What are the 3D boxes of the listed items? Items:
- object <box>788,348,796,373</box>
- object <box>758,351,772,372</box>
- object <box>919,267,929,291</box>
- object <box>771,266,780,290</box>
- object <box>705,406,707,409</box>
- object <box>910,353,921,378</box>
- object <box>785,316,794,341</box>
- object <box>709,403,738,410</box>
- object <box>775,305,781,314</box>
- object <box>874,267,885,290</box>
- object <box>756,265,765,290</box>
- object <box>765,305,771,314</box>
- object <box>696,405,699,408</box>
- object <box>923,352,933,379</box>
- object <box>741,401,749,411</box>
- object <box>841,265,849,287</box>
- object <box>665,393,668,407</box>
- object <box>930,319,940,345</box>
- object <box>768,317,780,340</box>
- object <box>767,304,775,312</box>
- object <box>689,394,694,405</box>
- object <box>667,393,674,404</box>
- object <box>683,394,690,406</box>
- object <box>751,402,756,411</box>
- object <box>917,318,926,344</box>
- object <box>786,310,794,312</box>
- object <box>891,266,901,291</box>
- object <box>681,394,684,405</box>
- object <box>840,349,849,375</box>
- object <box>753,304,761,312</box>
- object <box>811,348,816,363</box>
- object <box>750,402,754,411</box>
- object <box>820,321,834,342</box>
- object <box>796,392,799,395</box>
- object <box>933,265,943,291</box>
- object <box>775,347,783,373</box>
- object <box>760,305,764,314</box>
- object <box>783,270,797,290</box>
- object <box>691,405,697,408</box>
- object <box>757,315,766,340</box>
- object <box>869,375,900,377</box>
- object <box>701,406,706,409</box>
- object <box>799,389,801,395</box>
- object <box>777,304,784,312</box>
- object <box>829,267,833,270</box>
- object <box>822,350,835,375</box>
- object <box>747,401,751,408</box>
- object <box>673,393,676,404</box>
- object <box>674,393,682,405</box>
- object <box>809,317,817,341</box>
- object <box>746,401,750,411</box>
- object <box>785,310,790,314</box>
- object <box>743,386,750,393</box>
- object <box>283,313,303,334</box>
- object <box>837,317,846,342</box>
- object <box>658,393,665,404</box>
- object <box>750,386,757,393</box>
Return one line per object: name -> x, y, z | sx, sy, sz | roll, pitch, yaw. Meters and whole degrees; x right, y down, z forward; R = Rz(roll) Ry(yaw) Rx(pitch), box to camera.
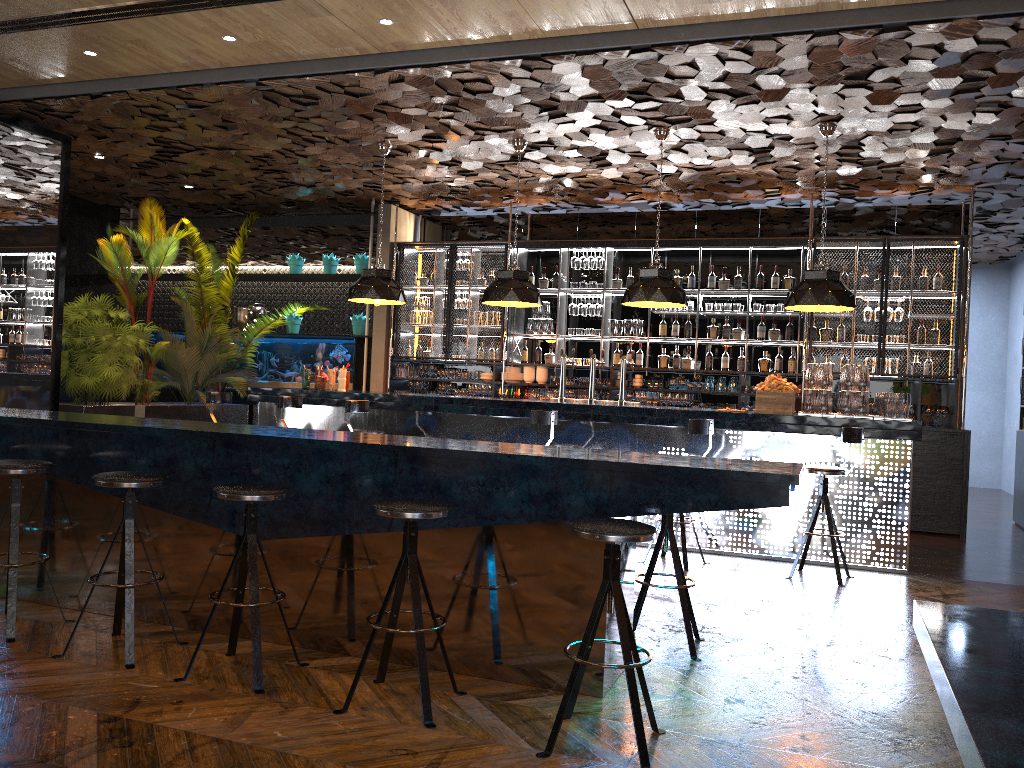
object -> 3.181, -0.261, 10.059 | 0.080, 0.299, 0.080 | 3, 0, 22
object -> 2.898, -0.249, 10.160 | 0.151, 0.248, 0.094 | 3, 0, 29
object -> 4.467, -1.130, 9.615 | 0.083, 0.282, 0.083 | 3, 0, 35
object -> 3.021, -1.205, 10.168 | 0.086, 0.298, 0.086 | 3, 0, -21
object -> 2.237, 0.304, 10.308 | 0.067, 0.099, 0.067 | 3, 0, -8
object -> 4.384, -0.199, 9.627 | 0.083, 0.282, 0.083 | 3, 0, 5
object -> 3.158, -0.628, 10.078 | 0.086, 0.299, 0.086 | 3, 0, -21
object -> 2.429, 0.294, 10.226 | 0.356, 0.134, 0.206 | 3, 0, 27
object -> 3.067, -0.855, 10.205 | 0.089, 0.092, 0.089 | 3, 0, 5
object -> 4.054, -1.148, 9.765 | 0.123, 0.279, 0.123 | 3, 0, 23
object -> 2.857, -1.213, 10.197 | 0.086, 0.299, 0.086 | 3, 0, -21
object -> 2.977, -0.859, 10.264 | 0.089, 0.092, 0.089 | 3, 0, 5
object -> 2.149, 0.299, 10.329 | 0.067, 0.100, 0.067 | 3, 0, 12
object -> 4.507, -0.200, 9.598 | 0.086, 0.298, 0.086 | 3, 0, -21
object -> 2.628, 0.283, 10.022 | 0.089, 0.174, 0.089 | 3, 0, -20
object -> 3.709, -1.173, 9.891 | 0.086, 0.297, 0.086 | 3, 0, -21
object -> 1.827, 0.219, 10.470 | 0.091, 0.229, 0.091 | 3, 0, 41
object -> 4.567, -0.554, 9.568 | 0.083, 0.282, 0.083 | 3, 0, 30
object -> 2.993, -0.624, 10.120 | 0.123, 0.279, 0.123 | 3, 0, 9
object -> 2.949, -0.861, 10.121 | 0.089, 0.092, 0.089 | 3, 0, 19
object -> 2.105, 0.232, 10.493 | 0.091, 0.229, 0.091 | 3, 0, 17
object -> 1.845, 0.220, 10.343 | 0.091, 0.229, 0.091 | 3, 0, -23
object -> 2.021, 0.228, 10.277 | 0.091, 0.229, 0.091 | 3, 0, -8
object -> 2.749, 0.289, 10.041 | 0.089, 0.174, 0.089 | 3, 0, -20
object -> 4.441, -0.569, 9.617 | 0.086, 0.299, 0.086 | 3, 0, -21
object -> 3.141, -0.852, 10.018 | 0.089, 0.092, 0.089 | 3, 0, 5
object -> 4.202, -1.144, 9.710 | 0.083, 0.282, 0.083 | 3, 0, 5
object -> 2.006, 0.227, 10.404 | 0.091, 0.229, 0.091 | 3, 0, 13
object -> 3.704, -0.239, 9.875 | 0.086, 0.299, 0.086 | 3, 0, -21
object -> 2.803, -0.868, 10.142 | 0.089, 0.092, 0.089 | 3, 0, 5
object -> 3.376, -0.253, 9.998 | 0.086, 0.298, 0.086 | 3, 0, -21
object -> 2.762, 0.290, 10.140 | 0.089, 0.174, 0.089 | 3, 0, -20
object -> 3.527, -0.584, 9.941 | 0.151, 0.248, 0.094 | 3, 0, 29
object -> 3.146, 0.088, 9.841 | 0.088, 0.070, 0.098 | 3, 0, 30
object -> 4.608, -1.132, 9.593 | 0.086, 0.298, 0.086 | 3, 0, -16
object -> 3.049, -0.267, 10.122 | 0.086, 0.298, 0.086 | 3, 0, -21
object -> 2.873, -0.864, 10.265 | 0.089, 0.092, 0.089 | 3, 0, -26
object -> 3.160, -1.172, 10.084 | 0.094, 0.248, 0.151 | 3, 0, -42
object -> 2.097, 0.296, 10.228 | 0.067, 0.100, 0.067 | 3, 0, 12
object -> 2.868, -0.641, 10.187 | 0.086, 0.298, 0.086 | 3, 0, -21
object -> 4.038, -0.083, 9.691 | 0.437, 0.019, 0.273 | 3, 0, 20
object -> 2.195, 0.302, 10.190 | 0.067, 0.099, 0.067 | 3, 0, -8
object -> 3.249, 0.094, 10.126 | 0.098, 0.070, 0.088 | 3, 0, 21
object -> 3.045, -0.857, 10.046 | 0.089, 0.092, 0.089 | 3, 0, -31
object -> 3.561, -1.170, 9.926 | 0.123, 0.279, 0.123 | 3, 0, 28
object -> 3.539, -0.235, 9.917 | 0.123, 0.279, 0.123 | 3, 0, 9
object -> 2.729, 0.289, 10.287 | 0.089, 0.174, 0.089 | 3, 0, -20
object -> 1.917, 0.223, 10.437 | 0.091, 0.229, 0.091 | 3, 0, -38
object -> 1.931, 0.224, 10.311 | 0.091, 0.229, 0.091 | 3, 0, -43
object -> 3.385, -0.609, 9.993 | 0.083, 0.282, 0.083 | 3, 0, 5
object -> 2.670, 0.285, 10.107 | 0.089, 0.174, 0.089 | 3, 0, -20
object -> 3.175, -0.850, 10.179 | 0.089, 0.092, 0.089 | 3, 0, -31
object -> 2.652, 0.060, 10.038 | 0.084, 0.082, 0.084 | 3, 0, 12
object -> -3.018, -0.838, 12.206 | 0.265, 0.325, 0.245 | 3, 0, -16
object -> 3.678, -0.602, 9.902 | 0.086, 0.298, 0.086 | 3, 0, -21
object -> 1.747, 0.215, 10.374 | 0.091, 0.229, 0.091 | 3, 0, 6
object -> 2.728, 0.064, 10.008 | 0.084, 0.082, 0.084 | 3, 0, 21
